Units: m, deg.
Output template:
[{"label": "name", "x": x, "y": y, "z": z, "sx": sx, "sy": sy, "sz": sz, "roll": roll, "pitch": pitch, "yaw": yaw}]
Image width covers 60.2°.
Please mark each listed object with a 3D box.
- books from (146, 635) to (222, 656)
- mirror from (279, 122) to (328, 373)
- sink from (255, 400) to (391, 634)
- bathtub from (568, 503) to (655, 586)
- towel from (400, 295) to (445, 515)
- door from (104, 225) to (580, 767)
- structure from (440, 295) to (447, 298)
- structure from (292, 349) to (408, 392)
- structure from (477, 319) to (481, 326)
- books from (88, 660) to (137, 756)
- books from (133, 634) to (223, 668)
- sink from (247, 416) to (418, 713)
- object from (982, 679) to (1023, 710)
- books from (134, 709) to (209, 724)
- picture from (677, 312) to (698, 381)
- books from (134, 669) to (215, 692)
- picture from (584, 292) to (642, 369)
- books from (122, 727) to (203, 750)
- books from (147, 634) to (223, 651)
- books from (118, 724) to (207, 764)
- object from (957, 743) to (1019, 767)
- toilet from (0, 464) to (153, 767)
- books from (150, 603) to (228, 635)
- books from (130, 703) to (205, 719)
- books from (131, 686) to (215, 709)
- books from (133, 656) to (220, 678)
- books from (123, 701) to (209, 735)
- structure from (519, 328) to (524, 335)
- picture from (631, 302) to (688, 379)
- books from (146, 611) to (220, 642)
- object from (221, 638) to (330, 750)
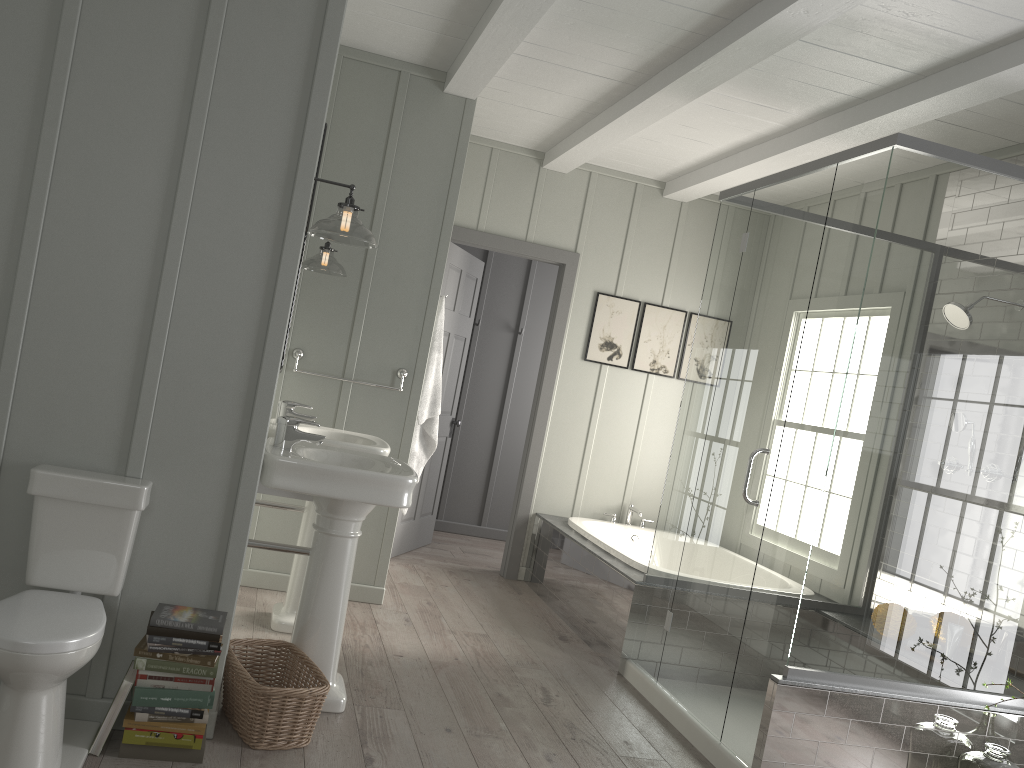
[{"label": "books", "x": -0.989, "y": 0.774, "z": 2.660, "sx": 0.202, "sy": 0.025, "sz": 0.153, "roll": 11, "pitch": 0, "yaw": -23}, {"label": "mirror", "x": -0.751, "y": -0.473, "z": 3.157, "sx": 0.015, "sy": 0.885, "sz": 0.430, "roll": 10, "pitch": 2, "yaw": -15}, {"label": "sink", "x": -0.913, "y": 0.609, "z": 4.051, "sx": 0.559, "sy": 1.014, "sz": 0.576, "roll": 11, "pitch": 1, "yaw": -13}, {"label": "bathtub", "x": 0.950, "y": 1.081, "z": 5.210, "sx": 1.035, "sy": 0.490, "sz": 1.580, "roll": 11, "pitch": 0, "yaw": -14}, {"label": "towel", "x": -0.451, "y": 0.119, "z": 4.833, "sx": 0.160, "sy": 1.205, "sz": 0.321, "roll": 11, "pitch": 2, "yaw": -9}, {"label": "door", "x": 0.242, "y": 0.233, "z": 2.626, "sx": 4.203, "sy": 2.197, "sz": 7.879, "roll": 11, "pitch": 0, "yaw": -14}, {"label": "structure", "x": -0.392, "y": -0.478, "z": 4.796, "sx": 0.078, "sy": 0.056, "sz": 0.057, "roll": 11, "pitch": 1, "yaw": -13}, {"label": "structure", "x": -0.832, "y": -0.069, "z": 4.536, "sx": 0.595, "sy": 0.123, "sz": 0.055, "roll": 11, "pitch": 1, "yaw": -11}, {"label": "structure", "x": -0.272, "y": -0.487, "z": 7.041, "sx": 0.019, "sy": 0.051, "sz": 0.137, "roll": 11, "pitch": 0, "yaw": -15}, {"label": "books", "x": -1.178, "y": 0.962, "z": 2.628, "sx": 0.090, "sy": 0.235, "sz": 0.172, "roll": 11, "pitch": 1, "yaw": -14}, {"label": "books", "x": -0.997, "y": 0.797, "z": 2.651, "sx": 0.231, "sy": 0.024, "sz": 0.149, "roll": 11, "pitch": 0, "yaw": -7}, {"label": "sink", "x": -0.706, "y": 0.651, "z": 3.256, "sx": 0.559, "sy": 1.014, "sz": 0.576, "roll": 11, "pitch": 1, "yaw": -13}, {"label": "object", "x": 1.859, "y": 1.087, "z": 2.997, "sx": 0.508, "sy": 1.118, "sz": 0.279, "roll": 11, "pitch": 2, "yaw": -14}, {"label": "books", "x": -1.029, "y": 0.977, "z": 2.666, "sx": 0.202, "sy": 0.025, "sz": 0.153, "roll": 11, "pitch": 0, "yaw": -23}, {"label": "picture", "x": 1.314, "y": -0.230, "z": 6.010, "sx": 0.309, "sy": 0.462, "sz": 0.012, "roll": 11, "pitch": 2, "yaw": -11}, {"label": "books", "x": -1.011, "y": 0.864, "z": 2.661, "sx": 0.219, "sy": 0.052, "sz": 0.158, "roll": 11, "pitch": 0, "yaw": -18}, {"label": "picture", "x": 0.671, "y": -0.353, "z": 5.877, "sx": 0.309, "sy": 0.462, "sz": 0.012, "roll": 11, "pitch": 2, "yaw": -11}, {"label": "books", "x": -1.041, "y": 1.033, "z": 2.656, "sx": 0.219, "sy": 0.041, "sz": 0.164, "roll": 11, "pitch": 0, "yaw": -15}, {"label": "books", "x": -0.974, "y": 0.752, "z": 2.650, "sx": 0.204, "sy": 0.024, "sz": 0.152, "roll": 11, "pitch": 0, "yaw": -13}, {"label": "books", "x": -1.050, "y": 1.077, "z": 2.669, "sx": 0.235, "sy": 0.049, "sz": 0.166, "roll": 11, "pitch": 0, "yaw": -15}, {"label": "object", "x": 1.644, "y": 1.432, "z": 3.056, "sx": 0.160, "sy": 0.361, "sz": 0.165, "roll": 11, "pitch": 2, "yaw": -15}, {"label": "toilet", "x": -1.264, "y": 0.663, "z": 2.439, "sx": 0.327, "sy": 0.788, "sz": 0.531, "roll": 11, "pitch": 1, "yaw": -14}, {"label": "books", "x": -0.965, "y": 0.703, "z": 2.648, "sx": 0.205, "sy": 0.024, "sz": 0.151, "roll": 11, "pitch": 0, "yaw": -11}, {"label": "books", "x": -1.026, "y": 0.953, "z": 2.653, "sx": 0.204, "sy": 0.024, "sz": 0.151, "roll": 11, "pitch": 0, "yaw": -13}, {"label": "books", "x": -1.020, "y": 0.915, "z": 2.657, "sx": 0.223, "sy": 0.053, "sz": 0.162, "roll": 11, "pitch": 0, "yaw": -23}, {"label": "books", "x": -1.000, "y": 0.824, "z": 2.653, "sx": 0.232, "sy": 0.032, "sz": 0.172, "roll": 11, "pitch": 0, "yaw": -13}, {"label": "books", "x": -1.036, "y": 1.000, "z": 2.657, "sx": 0.229, "sy": 0.024, "sz": 0.150, "roll": 11, "pitch": 0, "yaw": -12}, {"label": "structure", "x": 0.066, "y": -0.422, "z": 7.118, "sx": 0.019, "sy": 0.051, "sz": 0.137, "roll": 11, "pitch": 0, "yaw": -15}, {"label": "picture", "x": 0.993, "y": -0.291, "z": 5.943, "sx": 0.309, "sy": 0.462, "sz": 0.012, "roll": 11, "pitch": 2, "yaw": -11}, {"label": "books", "x": -0.980, "y": 0.725, "z": 2.647, "sx": 0.204, "sy": 0.024, "sz": 0.152, "roll": 11, "pitch": 0, "yaw": -16}, {"label": "object", "x": -0.811, "y": 1.036, "z": 2.961, "sx": 0.283, "sy": 0.221, "sz": 0.478, "roll": 10, "pitch": 1, "yaw": -32}]
